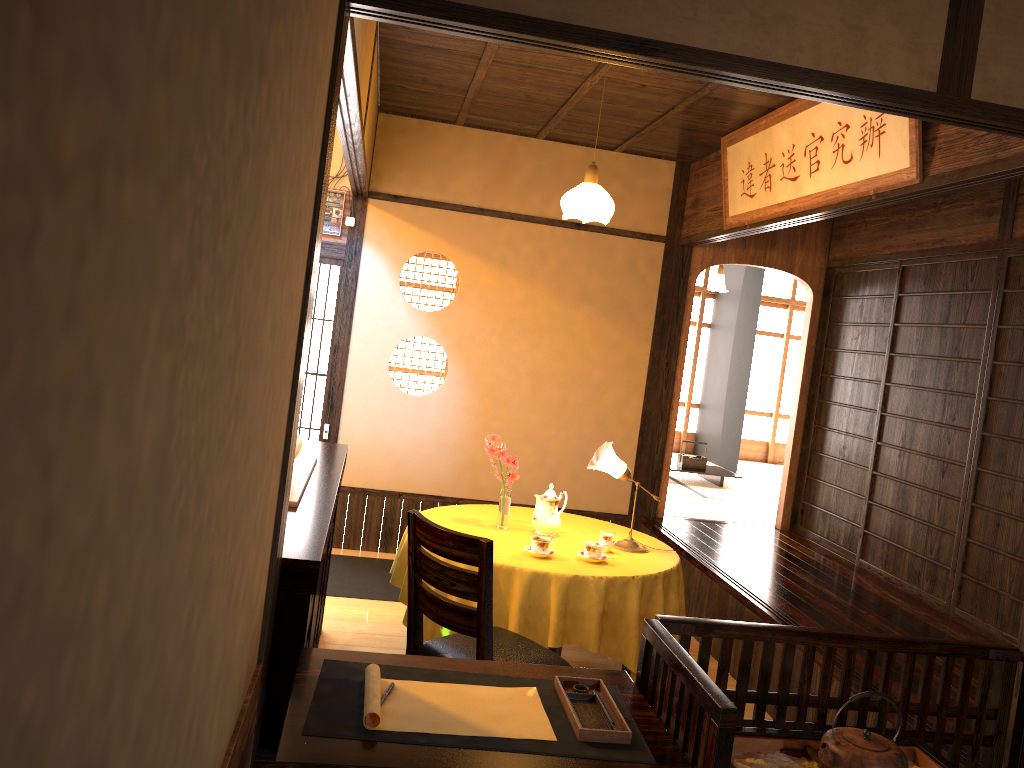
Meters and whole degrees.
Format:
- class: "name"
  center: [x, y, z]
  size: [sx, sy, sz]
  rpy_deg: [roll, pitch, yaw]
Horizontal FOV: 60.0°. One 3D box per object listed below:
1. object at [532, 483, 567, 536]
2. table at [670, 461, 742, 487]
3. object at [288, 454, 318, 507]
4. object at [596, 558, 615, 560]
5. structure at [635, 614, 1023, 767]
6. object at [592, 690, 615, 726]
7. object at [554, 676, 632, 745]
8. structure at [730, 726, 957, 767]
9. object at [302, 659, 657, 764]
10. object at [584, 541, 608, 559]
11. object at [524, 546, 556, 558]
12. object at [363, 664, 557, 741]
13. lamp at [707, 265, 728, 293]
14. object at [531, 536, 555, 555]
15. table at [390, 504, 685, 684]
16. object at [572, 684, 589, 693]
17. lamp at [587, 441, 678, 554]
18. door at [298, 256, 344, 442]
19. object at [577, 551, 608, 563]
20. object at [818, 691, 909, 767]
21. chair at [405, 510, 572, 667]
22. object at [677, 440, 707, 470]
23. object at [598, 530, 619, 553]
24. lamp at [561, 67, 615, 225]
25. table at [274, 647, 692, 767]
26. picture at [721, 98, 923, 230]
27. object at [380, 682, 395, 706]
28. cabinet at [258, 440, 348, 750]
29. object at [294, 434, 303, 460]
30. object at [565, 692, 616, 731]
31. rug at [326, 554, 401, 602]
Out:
- class: "object"
  center: [0.185, 0.614, 4.374]
  size: [0.163, 0.252, 0.154]
  rpy_deg: [8, 2, 4]
- class: "table"
  center: [1.585, 0.860, 8.761]
  size: [1.199, 0.118, 0.601]
  rpy_deg: [7, 3, -9]
- class: "object"
  center: [-0.938, 0.357, 3.498]
  size: [0.267, 0.020, 0.999]
  rpy_deg: [7, 3, -9]
- class: "object"
  center: [0.392, 0.774, 3.921]
  size: [0.126, 0.019, 0.029]
  rpy_deg: [7, 3, -5]
- class: "structure"
  center: [0.948, 0.974, 2.253]
  size: [1.196, 0.499, 0.598]
  rpy_deg: [7, 3, -9]
- class: "object"
  center: [0.220, 0.782, 2.143]
  size: [0.012, 0.012, 0.180]
  rpy_deg: [7, 3, -9]
- class: "object"
  center: [0.188, 0.777, 2.125]
  size: [0.121, 0.028, 0.296]
  rpy_deg: [7, 3, -8]
- class: "structure"
  center: [0.776, 1.062, 2.084]
  size: [0.666, 0.300, 0.453]
  rpy_deg: [7, 3, -9]
- class: "object"
  center: [-0.081, 0.759, 2.082]
  size: [0.760, 0.003, 0.406]
  rpy_deg: [7, 3, -6]
- class: "object"
  center: [0.364, 0.745, 3.956]
  size: [0.090, 0.076, 0.099]
  rpy_deg: [6, 3, -24]
- class: "object"
  center: [0.121, 0.748, 3.924]
  size: [0.144, 0.024, 0.144]
  rpy_deg: [10, 4, 41]
- class: "object"
  center: [-0.128, 0.734, 2.060]
  size: [0.429, 0.038, 0.276]
  rpy_deg: [7, 3, -9]
- class: "lamp"
  center: [2.081, -1.307, 8.736]
  size: [0.196, 0.797, 0.225]
  rpy_deg: [7, 2, -1]
- class: "object"
  center: [0.129, 0.716, 3.922]
  size: [0.099, 0.076, 0.090]
  rpy_deg: [8, 3, 16]
- class: "table"
  center: [0.115, 1.084, 4.338]
  size: [1.443, 0.695, 1.445]
  rpy_deg: [7, 3, -9]
- class: "object"
  center: [0.170, 0.767, 2.210]
  size: [0.040, 0.021, 0.040]
  rpy_deg: [10, 4, 44]
- class: "lamp"
  center: [0.561, 0.889, 4.311]
  size: [0.511, 1.202, 0.198]
  rpy_deg: [7, 2, -8]
- class: "door"
  center: [-2.588, -0.029, 5.977]
  size: [2.646, 1.999, 0.066]
  rpy_deg: [7, 2, -9]
- class: "object"
  center: [0.358, 0.777, 3.961]
  size: [0.144, 0.024, 0.144]
  rpy_deg: [10, 4, 41]
- class: "object"
  center: [0.832, 0.829, 2.082]
  size: [0.198, 0.216, 0.198]
  rpy_deg: [9, 3, 30]
- class: "chair"
  center: [-0.112, 0.984, 3.314]
  size: [0.577, 0.959, 0.492]
  rpy_deg: [5, 3, -44]
- class: "object"
  center: [1.794, 0.696, 8.784]
  size: [0.260, 0.258, 0.150]
  rpy_deg: [7, 2, -9]
- class: "object"
  center: [0.444, 0.738, 4.173]
  size: [0.083, 0.098, 0.078]
  rpy_deg: [5, 3, -39]
- class: "lamp"
  center: [0.410, -1.189, 4.287]
  size: [0.250, 0.809, 0.277]
  rpy_deg: [8, 2, 13]
- class: "table"
  center: [-0.095, 0.929, 2.088]
  size: [0.880, 0.336, 0.601]
  rpy_deg: [7, 3, -9]
- class: "picture"
  center: [1.476, -1.172, 4.548]
  size: [0.117, 0.564, 2.047]
  rpy_deg: [7, 3, -9]
- class: "object"
  center: [-0.294, 0.725, 2.070]
  size: [0.012, 0.010, 0.141]
  rpy_deg: [8, 3, 6]
- class: "cabinet"
  center: [-0.989, 0.851, 3.484]
  size: [0.489, 0.970, 2.189]
  rpy_deg: [7, 3, -9]
- class: "object"
  center: [-0.926, 0.150, 3.622]
  size: [0.189, 0.377, 0.321]
  rpy_deg: [8, 2, 0]
- class: "object"
  center: [0.181, 0.777, 2.083]
  size: [0.082, 0.019, 0.201]
  rpy_deg: [7, 3, -8]
- class: "rug"
  center: [-0.533, 1.268, 5.677]
  size: [2.953, 0.005, 0.903]
  rpy_deg: [7, 3, -9]
